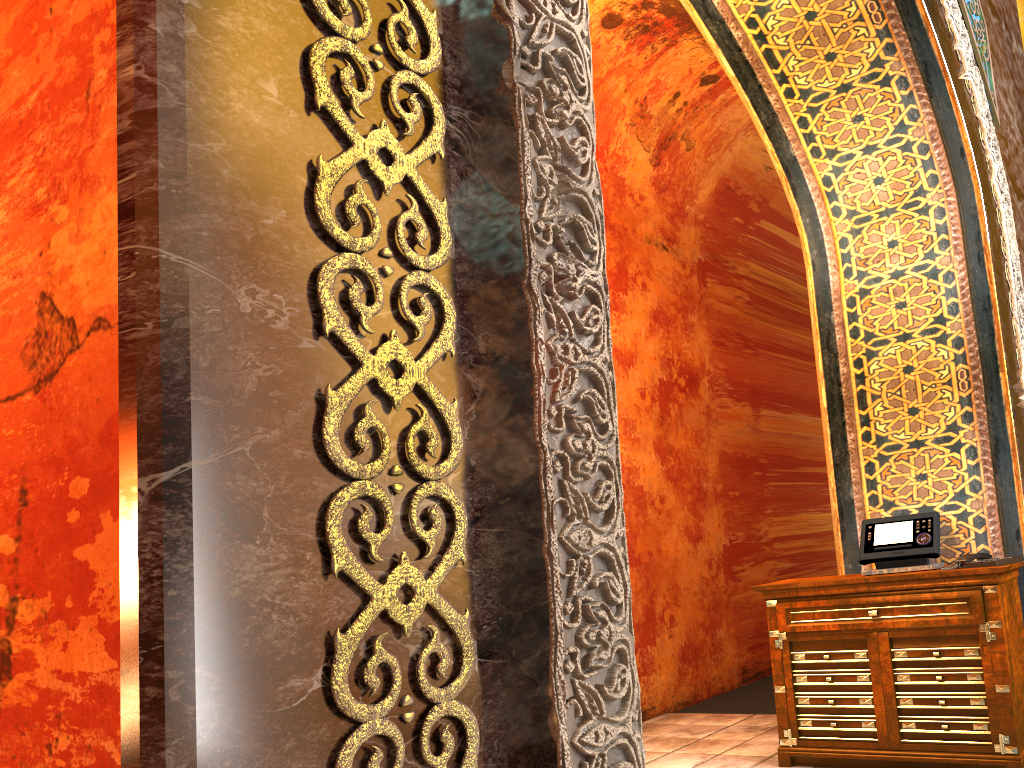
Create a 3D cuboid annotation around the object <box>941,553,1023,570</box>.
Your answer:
[{"bbox_3d":[2.531,0.952,4.581,0.448,0.086,0.291,3,-15,-35],"label":"object"}]

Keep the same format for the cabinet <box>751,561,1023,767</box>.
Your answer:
[{"bbox_3d":[2.150,1.596,4.781,1.342,1.042,0.553,-13,-11,36],"label":"cabinet"}]

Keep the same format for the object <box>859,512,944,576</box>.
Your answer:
[{"bbox_3d":[2.208,0.908,4.849,0.421,0.314,0.277,-11,-11,26],"label":"object"}]
